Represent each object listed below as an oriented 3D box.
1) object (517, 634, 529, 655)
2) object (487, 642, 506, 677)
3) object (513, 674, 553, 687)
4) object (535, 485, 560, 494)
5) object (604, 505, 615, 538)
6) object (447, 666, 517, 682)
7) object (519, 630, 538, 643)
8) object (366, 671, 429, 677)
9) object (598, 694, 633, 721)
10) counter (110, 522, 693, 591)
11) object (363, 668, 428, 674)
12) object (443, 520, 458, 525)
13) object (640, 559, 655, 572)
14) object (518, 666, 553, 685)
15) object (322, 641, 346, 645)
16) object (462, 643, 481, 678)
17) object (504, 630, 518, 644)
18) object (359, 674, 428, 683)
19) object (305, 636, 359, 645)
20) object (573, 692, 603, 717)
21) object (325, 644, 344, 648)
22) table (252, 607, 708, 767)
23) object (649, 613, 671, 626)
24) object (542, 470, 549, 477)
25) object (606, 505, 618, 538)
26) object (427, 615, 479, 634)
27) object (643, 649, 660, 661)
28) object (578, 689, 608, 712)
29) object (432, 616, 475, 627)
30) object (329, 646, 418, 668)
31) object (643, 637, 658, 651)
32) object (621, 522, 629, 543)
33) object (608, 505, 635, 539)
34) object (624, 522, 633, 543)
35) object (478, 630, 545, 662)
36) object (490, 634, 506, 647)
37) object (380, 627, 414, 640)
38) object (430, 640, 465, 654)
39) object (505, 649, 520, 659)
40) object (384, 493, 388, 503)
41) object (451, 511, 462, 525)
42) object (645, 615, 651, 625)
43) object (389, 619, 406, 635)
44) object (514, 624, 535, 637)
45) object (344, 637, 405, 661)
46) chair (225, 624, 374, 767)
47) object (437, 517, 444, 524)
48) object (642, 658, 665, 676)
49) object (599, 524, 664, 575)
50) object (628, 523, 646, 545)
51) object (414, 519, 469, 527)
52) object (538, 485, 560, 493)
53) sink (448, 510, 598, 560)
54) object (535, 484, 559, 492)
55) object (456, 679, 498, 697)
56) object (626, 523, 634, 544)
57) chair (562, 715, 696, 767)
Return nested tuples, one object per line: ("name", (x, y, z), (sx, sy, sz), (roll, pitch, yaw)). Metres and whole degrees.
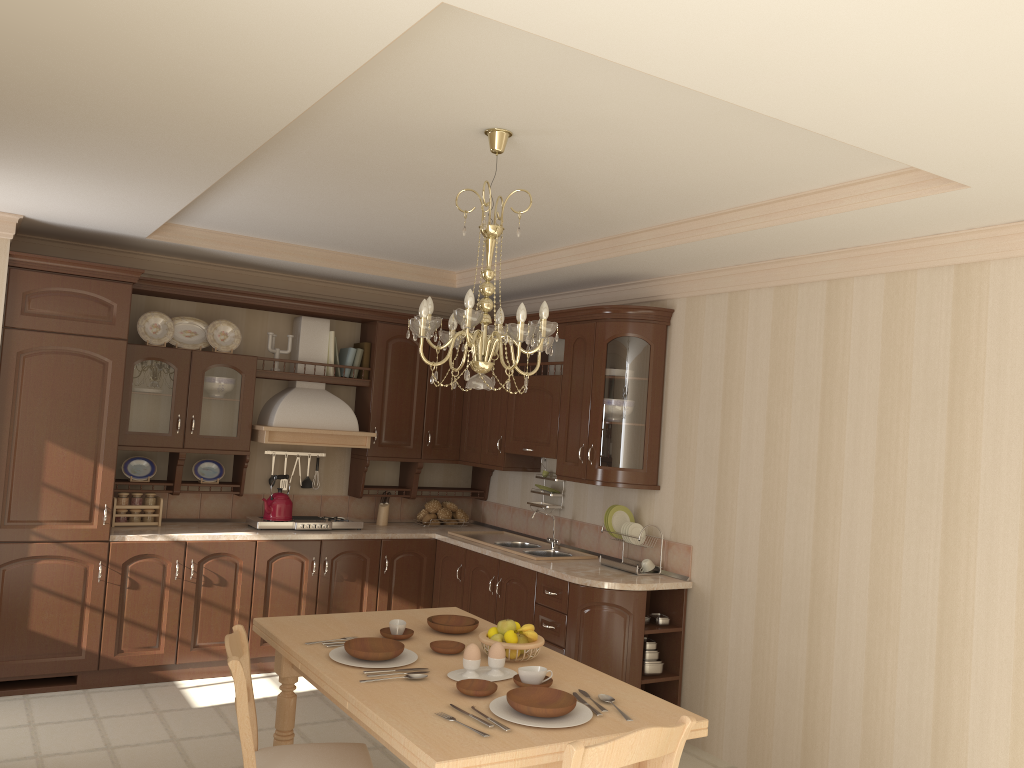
("object", (0.023, 0.923, 3.141), (0.076, 0.065, 0.077), (2, -3, 35))
("object", (-0.050, 0.902, 2.917), (0.058, 0.104, 0.058), (2, -3, 37))
("object", (0.066, 0.945, 2.804), (0.126, 0.026, 0.127), (6, -3, -41))
("object", (0.231, 0.688, 5.788), (0.167, 0.051, 0.174), (6, -3, -32))
("object", (0.606, 0.790, 5.097), (0.193, 0.188, 0.047), (6, -3, -31))
("object", (-0.096, 0.947, 2.888), (0.245, 0.005, 0.157), (6, -3, -35))
("object", (0.059, 0.902, 3.126), (0.064, 0.094, 0.176), (4, -3, 5))
("object", (-0.361, 0.928, 2.837), (0.216, 0.004, 0.022), (5, -3, -26))
("object", (0.307, 0.963, 2.645), (0.047, 0.011, 0.219), (5, -3, -16))
("counter", (-0.785, 0.959, 5.044), (2.603, 0.034, 2.422), (6, -3, -32))
("object", (-0.375, 0.926, 2.870), (0.221, 0.008, 0.023), (5, -3, -27))
("object", (-0.446, 1.001, 6.428), (0.103, 0.060, 0.105), (6, -3, -37))
("object", (0.753, 1.003, 4.898), (0.073, 0.072, 0.085), (3, -3, 22))
("object", (0.074, 0.930, 2.808), (0.119, 0.055, 0.063), (5, -3, -18))
("object", (-0.581, 0.926, 3.189), (0.212, 0.008, 0.018), (6, -3, -32))
("object", (-0.130, 0.894, 2.877), (0.058, 0.104, 0.058), (2, -3, 37))
("object", (-0.003, 0.886, 3.096), (0.045, 0.053, 0.051), (7, -4, -43))
("object", (-0.368, 0.921, 2.773), (0.219, 0.011, 0.047), (5, -3, -23))
("object", (-0.647, 0.924, 3.196), (0.218, 0.004, 0.028), (6, -4, -42))
("object", (0.220, 0.959, 2.661), (0.023, 0.008, 0.221), (5, -3, -17))
("object", (-0.559, 0.927, 3.158), (0.218, 0.008, 0.022), (6, -3, -29))
("table", (-0.243, 1.335, 3.016), (0.900, 0.774, 1.567), (6, -3, -32))
("object", (0.792, 1.265, 4.762), (0.084, 0.045, 0.120), (5, -3, -21))
("object", (0.225, 0.595, 5.885), (0.044, 0.051, 0.049), (3, -3, 27))
("object", (0.615, 0.789, 5.081), (0.193, 0.188, 0.047), (6, -3, -31))
("object", (-0.232, 0.947, 3.474), (0.204, 0.042, 0.204), (4, -3, 7))
("object", (0.716, 1.438, 4.745), (0.106, 0.057, 0.152), (5, -3, -21))
("object", (0.245, 0.964, 2.707), (0.022, 0.004, 0.216), (5, -3, -16))
("object", (-0.230, 0.943, 3.473), (0.168, 0.034, 0.168), (5, -3, -21))
("object", (-0.470, 0.925, 3.011), (0.299, 0.009, 0.299), (6, -3, -33))
("object", (0.720, 1.392, 4.747), (0.084, 0.045, 0.120), (5, -3, -21))
("object", (0.663, 0.837, 4.993), (0.123, 0.119, 0.034), (6, -3, -32))
("object", (0.625, 0.789, 5.065), (0.193, 0.188, 0.047), (6, -3, -31))
("object", (0.674, 0.837, 4.975), (0.123, 0.119, 0.034), (6, -3, -30))
("object", (-0.004, 0.932, 3.149), (0.235, 0.068, 0.235), (3, -3, 15))
("object", (-0.047, 0.916, 3.117), (0.072, 0.076, 0.074), (2, -3, 33))
("object", (-0.429, 0.933, 3.304), (0.126, 0.026, 0.127), (4, -3, -5))
("object", (-0.230, 0.940, 3.154), (0.127, 0.026, 0.126), (3, -3, 23))
("object", (0.001, 0.934, 3.084), (0.055, 0.046, 0.046), (4, -3, 1))
("object", (-0.902, 0.854, 6.297), (0.016, 0.158, 0.051), (3, -3, 21))
("object", (-0.414, 0.982, 6.499), (0.091, 0.100, 0.125), (6, -3, -36))
("object", (0.677, 1.256, 4.741), (0.120, 0.045, 0.084), (1, -4, 44))
("object", (-0.427, 0.917, 3.298), (0.063, 0.055, 0.119), (4, -3, -3))
("object", (0.046, 0.883, 3.141), (0.066, 0.085, 0.184), (4, -3, 6))
("object", (-0.469, 0.907, 3.013), (0.204, 0.042, 0.204), (6, -3, -32))
("chair", (-0.716, 1.265, 2.935), (0.517, 0.846, 0.462), (5, -3, -15))
("object", (-0.497, 0.976, 6.458), (0.098, 0.094, 0.114), (2, -3, 38))
("object", (0.712, 1.497, 4.743), (0.145, 0.077, 0.208), (5, -3, -21))
("object", (0.667, 0.903, 4.974), (0.172, 0.275, 0.359), (6, -3, -31))
("object", (0.696, 0.837, 4.939), (0.123, 0.119, 0.034), (6, -3, -32))
("object", (-0.511, 0.996, 6.415), (0.364, 0.060, 0.199), (6, -3, -32))
("object", (0.232, 0.685, 5.788), (0.167, 0.051, 0.174), (6, -3, -32))
("sink", (0.045, 0.960, 5.641), (0.448, 0.348, 1.077), (6, -3, -32))
("object", (0.233, 0.682, 5.789), (0.167, 0.051, 0.174), (6, -3, -32))
("object", (-0.108, 0.928, 2.696), (0.126, 0.026, 0.127), (6, -3, -41))
("object", (0.685, 0.837, 4.957), (0.123, 0.119, 0.034), (6, -3, -32))
("chair", (0.152, 1.304, 2.459), (0.462, 0.846, 0.517), (6, -3, -39))
